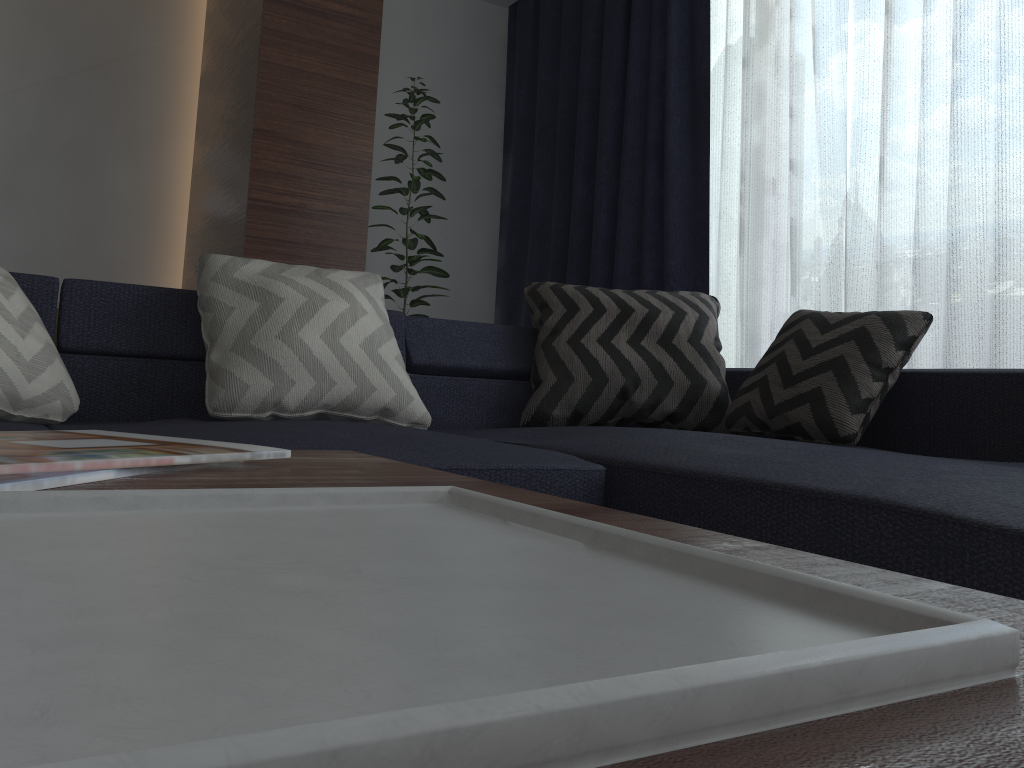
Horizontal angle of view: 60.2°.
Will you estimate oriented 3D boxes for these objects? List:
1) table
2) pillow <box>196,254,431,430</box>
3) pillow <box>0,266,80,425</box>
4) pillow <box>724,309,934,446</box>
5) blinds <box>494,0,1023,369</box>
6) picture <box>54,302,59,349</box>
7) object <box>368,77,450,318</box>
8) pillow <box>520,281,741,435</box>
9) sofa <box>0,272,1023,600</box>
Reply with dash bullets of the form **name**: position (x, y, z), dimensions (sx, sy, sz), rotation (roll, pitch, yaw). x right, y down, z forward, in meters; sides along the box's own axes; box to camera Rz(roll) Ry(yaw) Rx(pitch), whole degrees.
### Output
- **table**: position (-0.301, 0.216, 0.307), dimensions (0.797, 0.355, 0.804), rotation (4, -2, -31)
- **pillow**: position (-0.468, -0.100, 2.037), dimensions (0.493, 0.391, 0.342), rotation (4, -4, -31)
- **pillow**: position (-1.018, -0.102, 1.630), dimensions (0.280, 0.353, 0.415), rotation (2, -3, 12)
- **pillow**: position (0.744, -0.030, 2.127), dimensions (0.285, 0.347, 0.414), rotation (5, -3, -26)
- **blinds**: position (-0.537, -1.007, 0.633), dimensions (5.780, 2.792, 7.119), rotation (4, -2, -28)
- **picture**: position (-1.859, 0.003, 3.797), dimensions (0.498, 0.704, 0.083), rotation (5, -6, -31)
- **object**: position (-0.480, -0.501, 3.996), dimensions (0.503, 1.860, 0.479), rotation (0, -6, 27)
- **pillow**: position (0.324, -0.036, 2.513), dimensions (0.598, 0.522, 0.353), rotation (3, -4, -1)
- **sofa**: position (-0.220, 0.105, 1.404), dimensions (2.862, 0.612, 1.895), rotation (3, -1, -31)
